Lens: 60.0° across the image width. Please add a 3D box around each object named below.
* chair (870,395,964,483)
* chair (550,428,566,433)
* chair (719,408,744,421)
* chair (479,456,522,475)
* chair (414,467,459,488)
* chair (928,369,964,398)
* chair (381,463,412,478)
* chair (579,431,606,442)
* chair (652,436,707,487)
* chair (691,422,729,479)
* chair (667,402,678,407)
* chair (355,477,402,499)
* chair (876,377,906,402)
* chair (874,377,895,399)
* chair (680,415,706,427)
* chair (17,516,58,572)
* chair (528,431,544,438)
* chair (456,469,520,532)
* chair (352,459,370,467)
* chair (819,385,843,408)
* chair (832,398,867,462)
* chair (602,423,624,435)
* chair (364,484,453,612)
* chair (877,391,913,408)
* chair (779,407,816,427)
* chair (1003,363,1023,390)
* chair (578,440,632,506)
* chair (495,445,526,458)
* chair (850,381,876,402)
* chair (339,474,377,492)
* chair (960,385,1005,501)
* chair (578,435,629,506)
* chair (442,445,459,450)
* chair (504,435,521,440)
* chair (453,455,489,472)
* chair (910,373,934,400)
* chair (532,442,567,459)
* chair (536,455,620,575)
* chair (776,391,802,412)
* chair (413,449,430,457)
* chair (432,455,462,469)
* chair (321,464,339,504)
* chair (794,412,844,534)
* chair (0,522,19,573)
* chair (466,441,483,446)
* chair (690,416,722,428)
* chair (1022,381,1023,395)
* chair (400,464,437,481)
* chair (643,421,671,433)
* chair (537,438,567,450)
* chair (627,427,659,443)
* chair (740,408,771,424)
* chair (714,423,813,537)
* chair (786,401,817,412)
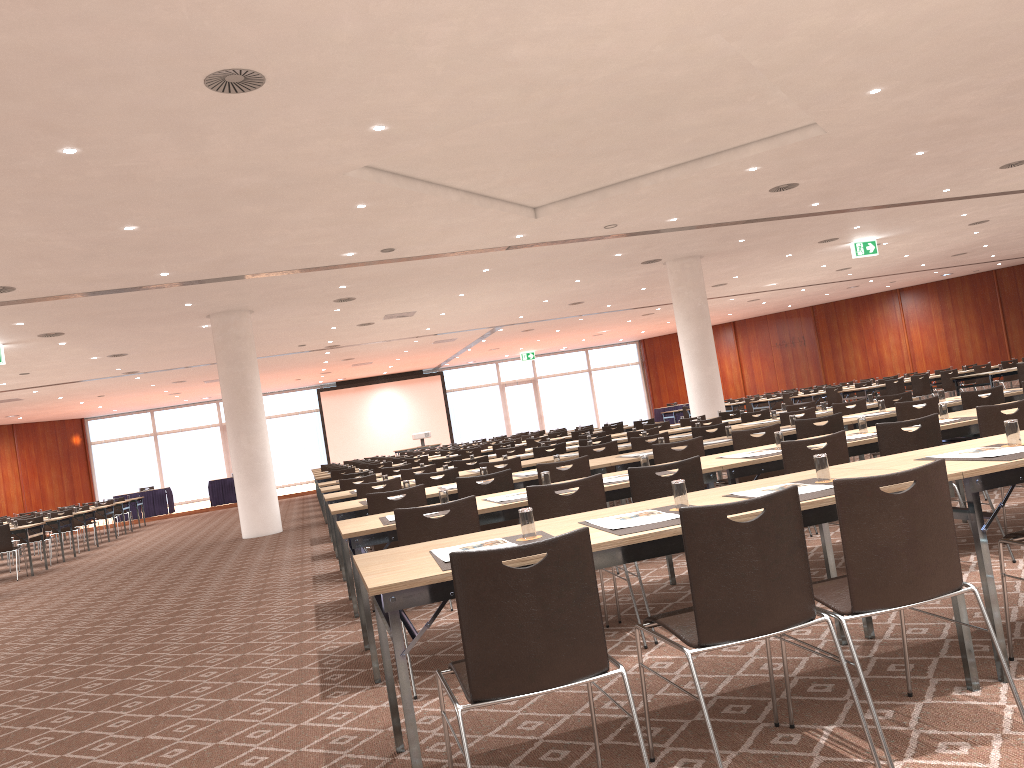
[{"bbox_3d":[3.548,0.605,7.833,0.535,0.939,0.614,-9,-2,-12],"label":"chair"},{"bbox_3d":[1.218,1.634,23.104,0.535,0.939,0.614,-9,-2,-12],"label":"chair"},{"bbox_3d":[3.424,0.886,13.886,0.535,0.939,0.614,-8,-2,-16],"label":"chair"},{"bbox_3d":[-0.095,1.232,8.995,0.535,0.939,0.614,-8,-2,-16],"label":"chair"},{"bbox_3d":[-0.705,1.319,8.767,0.535,0.939,0.614,-8,-2,-15],"label":"chair"},{"bbox_3d":[9.252,0.178,18.860,0.535,0.939,0.614,-9,-2,-14],"label":"chair"},{"bbox_3d":[-1.604,1.629,12.655,0.535,0.939,0.614,-8,-2,-16],"label":"chair"},{"bbox_3d":[1.227,1.214,13.427,0.535,0.939,0.614,-8,-2,-17],"label":"chair"},{"bbox_3d":[1.366,0.925,7.255,0.535,0.939,0.614,-9,-2,-12],"label":"chair"},{"bbox_3d":[2.110,0.903,9.456,0.535,0.939,0.614,-8,-2,-15],"label":"chair"},{"bbox_3d":[6.091,1.160,32.994,0.535,0.939,0.614,-9,-2,-13],"label":"chair"},{"bbox_3d":[-1.261,1.402,8.666,0.535,0.939,0.614,-8,-2,-17],"label":"chair"},{"bbox_3d":[7.970,0.368,18.546,0.535,0.939,0.614,-9,-2,-12],"label":"chair"},{"bbox_3d":[8.779,0.341,20.882,0.535,0.939,0.614,-8,-2,-15],"label":"chair"},{"bbox_3d":[2.807,0.979,13.771,0.535,0.939,0.614,-8,-2,-14],"label":"chair"},{"bbox_3d":[-8.853,2.942,16.482,0.535,0.939,0.614,-8,-2,-17],"label":"chair"},{"bbox_3d":[0.630,1.722,22.995,0.535,0.939,0.614,-8,-2,-16],"label":"chair"},{"bbox_3d":[-0.176,1.153,6.878,0.535,0.939,0.614,-9,-2,-12],"label":"chair"},{"bbox_3d":[-3.678,2.361,21.984,0.535,0.939,0.614,-9,-2,-14],"label":"chair"},{"bbox_3d":[7.470,0.537,20.622,0.535,0.939,0.614,-9,-2,-13],"label":"chair"},{"bbox_3d":[3.749,0.664,9.936,0.535,0.939,0.614,-8,-2,-16],"label":"chair"},{"bbox_3d":[1.953,1.259,17.121,0.535,0.939,0.614,-8,-2,-15],"label":"chair"},{"bbox_3d":[-0.827,1.248,6.683,0.535,0.939,0.614,-8,-2,-14],"label":"chair"},{"bbox_3d":[4.300,0.581,10.028,0.535,0.939,0.614,-9,-2,-12],"label":"chair"},{"bbox_3d":[3.119,0.755,9.739,0.535,0.939,0.614,-9,-2,-14],"label":"chair"},{"bbox_3d":[8.754,0.097,15.151,0.535,0.939,0.614,-9,-2,-13],"label":"chair"},{"bbox_3d":[0.901,1.083,9.196,0.535,0.939,0.614,-8,-2,-16],"label":"chair"},{"bbox_3d":[0.011,1.390,13.050,0.535,0.939,0.614,-9,-2,-11],"label":"chair"},{"bbox_3d":[8.154,0.429,20.645,0.535,0.939,0.614,-9,-2,-12],"label":"chair"},{"bbox_3d":[-1.793,1.572,10.633,0.535,0.939,0.614,-9,-2,-13],"label":"chair"},{"bbox_3d":[4.144,0.513,7.900,0.535,0.939,0.614,-9,-2,-13],"label":"chair"},{"bbox_3d":[1.074,1.144,11.257,0.535,0.939,0.614,-9,-2,-13],"label":"chair"},{"bbox_3d":[-1.523,2.040,22.468,0.535,0.939,0.614,-8,-2,-15],"label":"chair"},{"bbox_3d":[0.049,1.806,22.817,0.535,0.939,0.614,-9,-2,-14],"label":"chair"},{"bbox_3d":[-0.459,1.371,10.881,0.535,0.939,0.614,-9,-2,-11],"label":"chair"},{"bbox_3d":[8.604,0.278,18.785,0.535,0.939,0.614,-9,-2,-12],"label":"chair"},{"bbox_3d":[0.488,1.235,11.192,0.535,0.939,0.614,-8,-2,-16],"label":"chair"},{"bbox_3d":[0.422,1.067,7.068,0.535,0.939,0.614,-8,-2,-16],"label":"chair"},{"bbox_3d":[7.058,0.686,22.576,0.535,0.939,0.614,-8,-2,-14],"label":"chair"},{"bbox_3d":[-2.221,2.142,22.261,0.535,0.939,0.614,-9,-2,-12],"label":"chair"},{"bbox_3d":[-0.899,1.528,12.907,0.535,0.939,0.614,-9,-2,-12],"label":"chair"},{"bbox_3d":[-4.399,2.464,21.728,0.535,0.939,0.614,-9,-2,-13],"label":"chair"},{"bbox_3d":[2.604,0.742,7.558,0.535,0.939,0.614,-9,-2,-11],"label":"chair"},{"bbox_3d":[-9.568,3.054,16.451,0.535,0.939,0.614,-8,-2,-15],"label":"chair"},{"bbox_3d":[-0.924,1.954,22.658,0.535,0.939,0.614,-8,-2,-16],"label":"chair"},{"bbox_3d":[2.566,0.927,11.701,0.535,0.939,0.614,-9,-2,-12],"label":"chair"},{"bbox_3d":[4.767,0.423,8.088,0.535,0.939,0.614,-8,-2,-16],"label":"chair"},{"bbox_3d":[-1.096,1.467,10.761,0.535,0.939,0.614,-8,-2,-15],"label":"chair"},{"bbox_3d":[2.222,1.064,13.592,0.535,0.939,0.614,-8,-2,-14],"label":"chair"},{"bbox_3d":[0.615,1.303,13.234,0.535,0.939,0.614,-9,-2,-14],"label":"chair"},{"bbox_3d":[1.700,1.053,11.446,0.535,0.939,0.614,-9,-2,-13],"label":"chair"},{"bbox_3d":[3.217,0.828,11.781,0.535,0.939,0.614,-8,-2,-16],"label":"chair"},{"bbox_3d":[2.023,0.827,7.380,0.535,0.939,0.614,-9,-2,-13],"label":"chair"},{"bbox_3d":[3.892,0.730,11.982,0.535,0.939,0.614,-9,-2,-13],"label":"chair"}]
